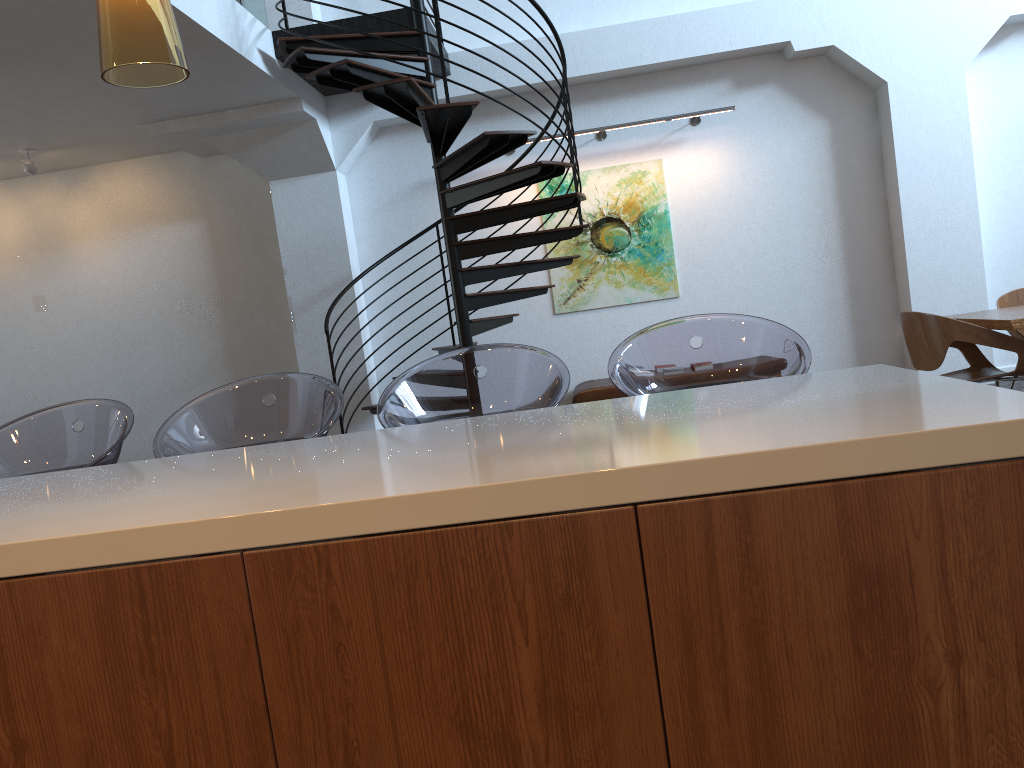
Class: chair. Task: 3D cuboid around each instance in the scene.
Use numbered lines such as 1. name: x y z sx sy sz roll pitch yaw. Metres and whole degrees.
1. chair: 3.175 -0.155 5.114 0.629 0.830 0.617 -8 4 6
2. chair: -1.300 0.571 2.571 0.530 1.014 0.481 -7 4 8
3. chair: -0.678 0.488 2.510 0.530 1.014 0.481 -8 4 4
4. chair: 2.378 -0.004 4.611 0.618 0.833 0.629 -8 4 1
5. chair: -0.051 0.406 2.431 0.530 1.014 0.481 -8 4 4
6. chair: 0.575 0.320 2.397 0.530 1.014 0.481 -7 4 8

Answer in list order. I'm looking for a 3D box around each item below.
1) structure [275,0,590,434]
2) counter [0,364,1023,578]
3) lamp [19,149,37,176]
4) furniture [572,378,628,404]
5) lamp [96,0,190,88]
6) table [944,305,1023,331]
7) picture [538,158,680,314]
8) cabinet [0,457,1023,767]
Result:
1. structure: -0.504 -1.510 6.365 1.998 4.352 1.998 -11 5 -33
2. counter: 0.282 0.427 2.595 8.182 0.860 3.039 -10 5 -24
3. lamp: -3.960 -1.816 7.266 0.111 0.211 0.120 -10 4 -20
4. furniture: 1.423 0.119 7.351 1.819 0.453 0.907 -8 4 6
5. lamp: -1.733 -1.378 2.467 2.842 1.807 0.149 -4 6 45
6. table: 4.283 -0.217 4.428 3.803 0.750 1.012 -8 4 6
7. picture: 0.841 -1.282 7.743 1.095 1.200 0.010 -8 4 6
8. cabinet: -1.396 0.742 1.848 4.493 0.796 0.898 -8 4 6
